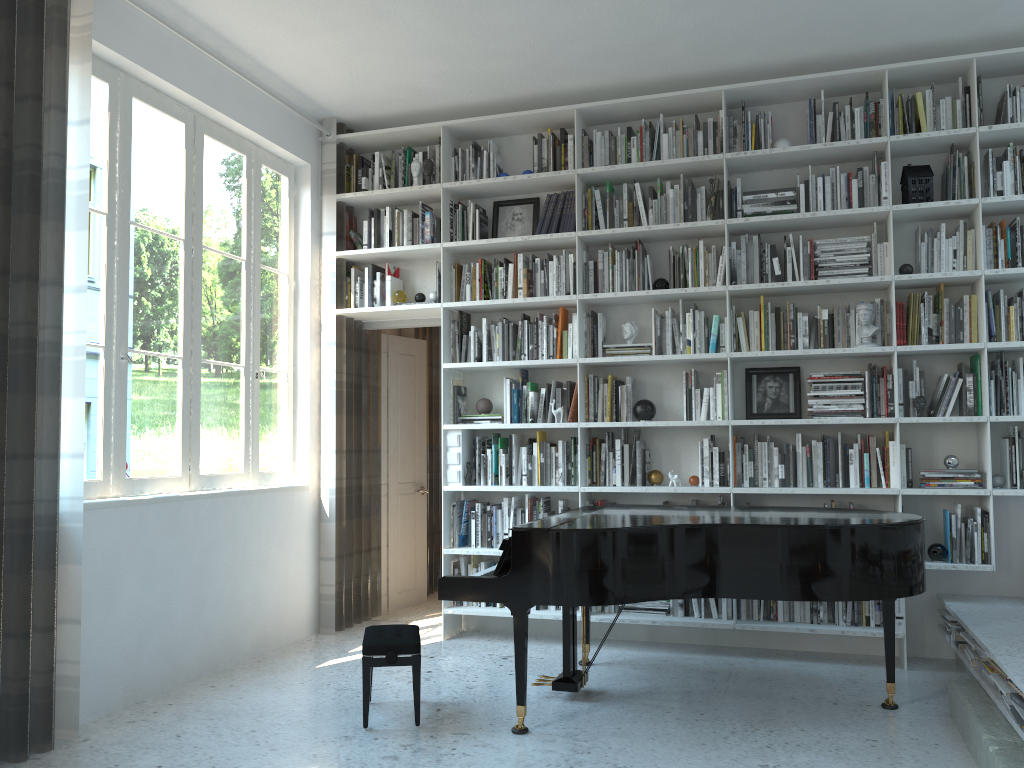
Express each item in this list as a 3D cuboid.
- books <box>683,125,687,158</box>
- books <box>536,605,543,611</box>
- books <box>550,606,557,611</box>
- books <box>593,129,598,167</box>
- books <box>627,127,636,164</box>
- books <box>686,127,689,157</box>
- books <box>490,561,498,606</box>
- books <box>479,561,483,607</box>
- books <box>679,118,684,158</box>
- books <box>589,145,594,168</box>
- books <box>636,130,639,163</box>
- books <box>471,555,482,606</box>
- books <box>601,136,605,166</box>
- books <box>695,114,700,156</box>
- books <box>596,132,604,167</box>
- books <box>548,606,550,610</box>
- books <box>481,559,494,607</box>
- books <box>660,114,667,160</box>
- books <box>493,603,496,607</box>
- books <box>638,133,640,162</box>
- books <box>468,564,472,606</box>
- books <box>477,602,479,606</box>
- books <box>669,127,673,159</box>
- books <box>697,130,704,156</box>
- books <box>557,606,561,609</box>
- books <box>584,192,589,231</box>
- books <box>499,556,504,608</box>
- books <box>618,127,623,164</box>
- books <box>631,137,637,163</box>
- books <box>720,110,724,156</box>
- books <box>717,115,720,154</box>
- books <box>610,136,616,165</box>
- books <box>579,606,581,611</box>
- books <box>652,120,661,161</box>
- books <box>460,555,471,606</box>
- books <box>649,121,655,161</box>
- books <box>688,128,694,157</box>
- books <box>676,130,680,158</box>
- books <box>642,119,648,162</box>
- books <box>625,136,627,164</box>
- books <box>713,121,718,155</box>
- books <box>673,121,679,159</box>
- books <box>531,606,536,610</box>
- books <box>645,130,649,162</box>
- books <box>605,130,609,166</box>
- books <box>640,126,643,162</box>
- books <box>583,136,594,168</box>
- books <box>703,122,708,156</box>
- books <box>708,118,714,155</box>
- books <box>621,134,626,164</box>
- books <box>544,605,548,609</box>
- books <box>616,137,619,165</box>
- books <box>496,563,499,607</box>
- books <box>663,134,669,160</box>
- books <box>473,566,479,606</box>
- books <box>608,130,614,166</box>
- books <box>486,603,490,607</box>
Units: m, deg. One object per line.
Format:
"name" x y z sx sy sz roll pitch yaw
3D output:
"books" 1.014 -1.364 5.155 0.021 0.228 0.161 -1 -4 18
"books" 0.179 1.206 5.269 0.023 0.244 0.188 -1 -4 18
"books" 0.263 1.198 5.257 0.027 0.256 0.179 -1 -4 18
"books" 0.517 -1.373 5.341 0.021 0.279 0.141 -1 -4 18
"books" 0.711 -1.373 5.273 0.028 0.267 0.151 -1 -4 18
"books" 1.027 -1.355 5.137 0.013 0.207 0.178 -1 -4 18
"books" -0.100 1.212 5.386 0.022 0.252 0.139 -1 -4 18
"books" -0.168 1.207 5.382 0.013 0.261 0.174 -1 -4 18
"books" 0.995 -1.383 5.155 0.014 0.266 0.192 -1 -4 18
"books" 0.493 -1.325 5.336 0.024 0.183 0.133 -1 -4 18
"books" 0.756 -1.359 5.245 0.013 0.234 0.154 -1 -4 18
"books" -0.215 1.182 5.417 0.011 0.318 0.157 -1 -4 18
"books" 0.561 -1.346 5.301 0.023 0.220 0.181 -1 -4 18
"books" 1.078 -1.395 5.139 0.013 0.285 0.159 -1 -4 18
"books" 0.537 -1.363 5.314 0.031 0.254 0.145 -1 -4 18
"books" 0.241 1.215 5.266 0.022 0.224 0.141 -1 -4 18
"books" -0.149 1.205 5.382 0.023 0.266 0.177 -1 -4 18
"books" 0.891 -1.403 5.207 0.014 0.315 0.166 -1 -4 18
"books" -0.082 1.226 5.369 0.022 0.221 0.163 -1 -4 18
"books" 0.765 -1.351 5.234 0.011 0.215 0.160 -1 -4 18
"books" -0.231 1.218 5.423 0.024 0.246 0.143 -1 -4 18
"books" -0.178 1.247 5.403 0.022 0.186 0.145 -1 -4 18
"books" 0.940 -1.365 5.190 0.026 0.235 0.134 -1 -4 18
"books" 1.097 -1.345 5.124 0.031 0.184 0.177 -2 -4 18
"books" 0.302 1.195 5.269 0.040 0.264 0.137 -2 -4 18
"books" 0.461 -0.996 5.303 0.023 0.256 0.175 -1 -4 18
"books" -0.043 1.185 5.349 0.013 0.300 0.184 -1 -4 18
"books" 0.653 -1.371 5.275 0.010 0.264 0.160 -1 -4 18
"books" 0.736 -1.342 5.254 0.030 0.201 0.152 -2 -4 18
"books" 1.215 -1.401 5.089 0.026 0.288 0.176 -1 -4 18
"books" 1.197 -1.389 5.099 0.014 0.267 0.171 -1 -4 18
"books" 0.616 -1.343 5.269 0.029 0.207 0.178 -2 -4 18
"books" 0.425 1.184 5.222 0.027 0.276 0.143 -1 -4 18
"books" 0.856 -1.382 5.203 0.052 0.272 0.172 -2 -4 18
"books" -0.266 1.195 5.428 0.044 0.293 0.181 -2 -4 18
"books" 0.826 -1.383 5.216 0.013 0.276 0.164 -1 -4 18
"books" 1.045 -1.352 5.128 0.026 0.200 0.187 -1 -4 18
"books" 0.983 -1.354 5.186 0.029 0.213 0.141 -1 -4 18
"books" 0.789 -1.392 5.231 0.010 0.298 0.151 -1 -4 18
"books" 0.693 -1.347 5.279 0.012 0.216 0.150 -1 -4 18
"books" 1.176 -1.368 5.097 0.026 0.225 0.172 -1 -4 18
"books" 0.960 -1.382 5.186 0.014 0.269 0.156 -1 -4 18
"books" 0.153 1.234 5.275 0.031 0.188 0.190 -2 -4 18
"books" 0.811 -1.361 5.235 0.029 0.235 0.130 -1 -4 18
"books" 0.584 -1.362 5.298 0.023 0.251 0.170 -1 -4 18
"books" 0.777 -1.369 5.231 0.013 0.251 0.183 -1 -4 18
"books" 0.463 -1.352 5.332 0.029 0.237 0.156 -1 -4 18
"books" 1.127 -1.371 5.126 0.026 0.237 0.149 -1 -4 18
"books" 1.156 -1.384 5.126 0.029 0.261 0.151 -1 -4 18
"books" 0.677 -1.355 5.293 0.025 0.234 0.129 -1 -4 18
"books" 0.222 1.221 5.284 0.024 0.214 0.137 -1 -4 18
"books" 0.641 -1.342 5.275 0.015 0.207 0.166 -1 -4 18
"books" -0.057 1.208 5.368 0.027 0.256 0.160 -1 -4 18
"books" 0.911 -1.342 5.189 0.031 0.190 0.181 -2 -4 18
"books" -0.201 1.227 5.404 0.022 0.226 0.154 -1 -4 18
"books" 0.600 -1.362 5.288 0.012 0.249 0.174 -1 -4 18
"books" -0.122 1.236 5.388 0.022 0.205 0.158 -1 -4 18
